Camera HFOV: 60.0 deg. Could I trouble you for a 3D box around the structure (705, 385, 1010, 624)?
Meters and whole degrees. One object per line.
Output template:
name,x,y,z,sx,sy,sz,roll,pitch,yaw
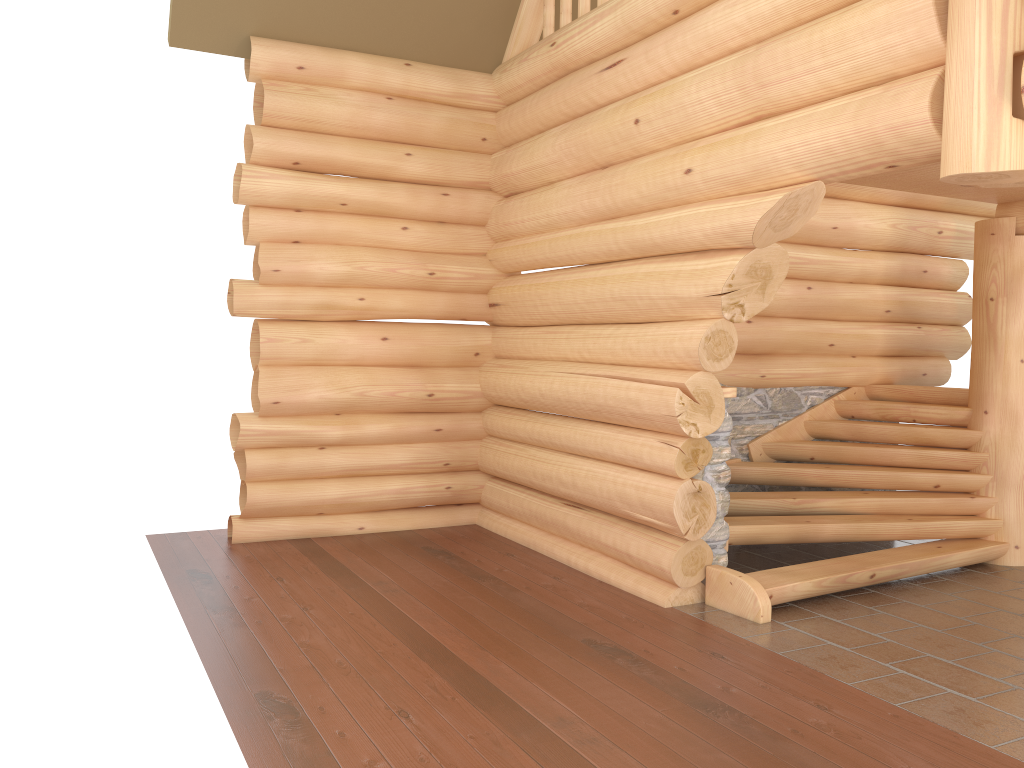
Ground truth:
structure,2.603,0.676,7.513,3.604,1.643,1.951,-1,3,-33
